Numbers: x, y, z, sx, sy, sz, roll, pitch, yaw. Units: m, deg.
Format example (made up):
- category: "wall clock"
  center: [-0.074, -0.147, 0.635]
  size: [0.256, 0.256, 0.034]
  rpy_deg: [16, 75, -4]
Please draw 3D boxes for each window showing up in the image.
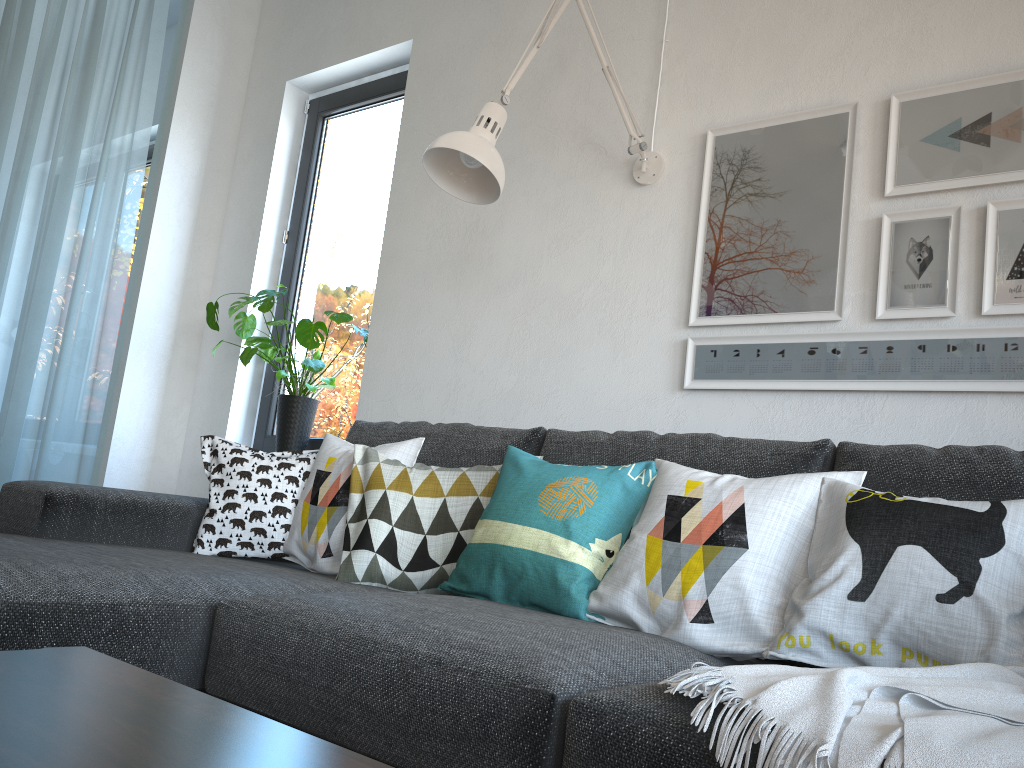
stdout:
- category: "window"
  center: [2.751, 4.177, 16.225]
  size: [13.977, 18.334, 24.422]
  rpy_deg: [-1, -12, 45]

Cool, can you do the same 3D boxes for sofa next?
- category: "sofa"
  center: [-0.205, 0.351, 1.200]
  size: [2.508, 0.846, 2.168]
  rpy_deg: [0, -11, 39]

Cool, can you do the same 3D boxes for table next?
- category: "table"
  center: [-0.208, 0.436, 0.377]
  size: [1.179, 0.408, 0.571]
  rpy_deg: [0, -11, 39]

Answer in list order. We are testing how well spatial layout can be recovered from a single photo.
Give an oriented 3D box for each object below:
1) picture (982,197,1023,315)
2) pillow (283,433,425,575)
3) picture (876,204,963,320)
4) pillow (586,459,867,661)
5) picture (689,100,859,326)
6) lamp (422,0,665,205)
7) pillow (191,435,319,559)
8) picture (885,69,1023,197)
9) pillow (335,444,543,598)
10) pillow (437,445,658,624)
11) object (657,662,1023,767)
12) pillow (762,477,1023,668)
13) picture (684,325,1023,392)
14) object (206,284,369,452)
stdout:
- category: "picture"
  center: [1.063, -0.264, 1.818]
  size: [0.166, 0.247, 0.021]
  rpy_deg: [1, -10, 39]
- category: "pillow"
  center: [-0.389, 0.284, 2.115]
  size: [0.360, 0.343, 0.173]
  rpy_deg: [1, -10, 38]
- category: "picture"
  center: [0.897, -0.264, 1.951]
  size: [0.166, 0.247, 0.021]
  rpy_deg: [1, -10, 39]
- category: "pillow"
  center: [0.365, 0.310, 1.595]
  size: [0.436, 0.368, 0.286]
  rpy_deg: [1, -11, 38]
- category: "picture"
  center: [0.639, -0.409, 2.185]
  size: [0.390, 0.533, 0.013]
  rpy_deg: [1, -10, 39]
- category: "lamp"
  center: [0.106, -0.727, 2.271]
  size: [0.699, 0.668, 0.200]
  rpy_deg: [15, -11, -41]
- category: "pillow"
  center: [-0.619, 0.292, 2.179]
  size: [0.334, 0.319, 0.160]
  rpy_deg: [10, -8, -15]
- category: "picture"
  center: [1.020, -0.546, 1.920]
  size: [0.390, 0.247, 0.021]
  rpy_deg: [0, -10, 39]
- category: "pillow"
  center: [-0.164, 0.318, 2.022]
  size: [0.454, 0.362, 0.243]
  rpy_deg: [6, -8, 6]
- category: "pillow"
  center: [0.091, 0.293, 1.814]
  size: [0.414, 0.339, 0.273]
  rpy_deg: [1, -10, 38]
- category: "object"
  center: [0.433, 0.415, 1.006]
  size: [0.488, 0.212, 0.607]
  rpy_deg: [1, -10, 35]
- category: "pillow"
  center: [0.631, 0.306, 1.376]
  size: [0.382, 0.317, 0.266]
  rpy_deg: [1, -11, 39]
- category: "picture"
  center: [0.774, -0.052, 1.998]
  size: [0.837, 0.135, 0.021]
  rpy_deg: [0, -10, 39]
- category: "object"
  center: [-0.829, -0.047, 3.163]
  size: [0.657, 0.674, 0.448]
  rpy_deg: [3, -9, 29]
